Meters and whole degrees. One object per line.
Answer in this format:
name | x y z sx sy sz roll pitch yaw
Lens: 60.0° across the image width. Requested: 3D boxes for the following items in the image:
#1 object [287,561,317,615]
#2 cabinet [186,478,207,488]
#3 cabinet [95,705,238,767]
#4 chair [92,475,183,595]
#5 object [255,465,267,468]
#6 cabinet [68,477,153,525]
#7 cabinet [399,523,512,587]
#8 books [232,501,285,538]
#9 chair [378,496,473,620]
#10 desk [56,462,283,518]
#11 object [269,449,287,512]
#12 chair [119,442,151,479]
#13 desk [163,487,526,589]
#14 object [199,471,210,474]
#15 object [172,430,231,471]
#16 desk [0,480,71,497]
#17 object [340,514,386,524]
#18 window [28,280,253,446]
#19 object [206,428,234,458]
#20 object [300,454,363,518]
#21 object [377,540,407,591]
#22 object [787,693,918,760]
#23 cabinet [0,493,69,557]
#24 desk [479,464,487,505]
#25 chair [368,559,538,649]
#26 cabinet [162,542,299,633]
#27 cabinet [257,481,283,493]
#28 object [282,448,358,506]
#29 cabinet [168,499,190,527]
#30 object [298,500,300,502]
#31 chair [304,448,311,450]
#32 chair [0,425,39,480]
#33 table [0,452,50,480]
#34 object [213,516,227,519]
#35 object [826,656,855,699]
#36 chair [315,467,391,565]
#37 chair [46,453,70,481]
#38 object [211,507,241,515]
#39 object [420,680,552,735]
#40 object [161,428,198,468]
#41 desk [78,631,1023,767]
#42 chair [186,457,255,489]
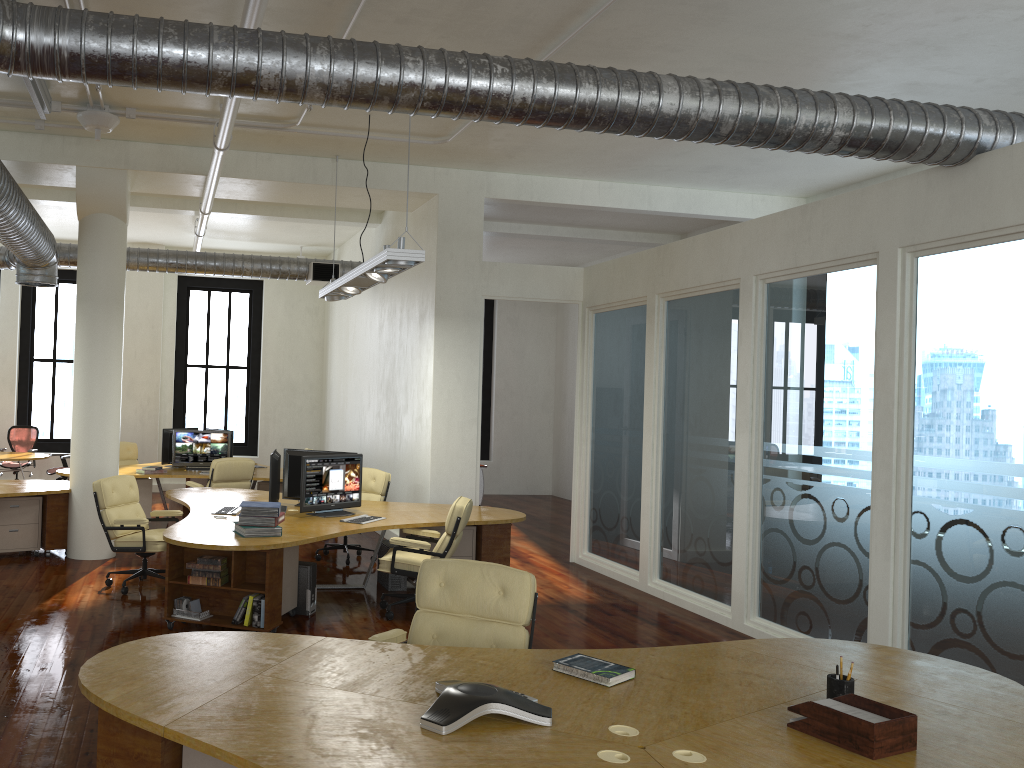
object | -1.913 1.722 7.555 0.507 0.411 0.170 2 -1 17
cabinet | -4.753 1.602 14.074 0.859 0.709 0.918 2 -1 -12
cabinet | -1.006 1.527 3.487 0.952 0.709 0.825 1 -1 19
chair | -3.447 1.380 8.259 0.823 1.021 0.679 2 -1 14
object | -3.853 1.222 13.220 0.208 0.016 0.520 3 -1 -38
cabinet | -5.349 1.541 11.824 0.804 0.709 0.972 3 -1 -42
cabinet | -0.596 1.637 8.692 0.849 0.709 0.928 2 -1 -17
books | -2.004 1.062 6.975 0.411 0.227 0.465 2 -1 -6
chair | -0.750 1.454 7.553 0.811 1.021 0.690 2 -1 9
desk | -4.458 1.574 13.034 3.786 0.734 3.605 2 -1 -11
object | -2.276 0.915 8.425 0.285 0.552 0.824 2 -1 -11
chair | -5.844 1.397 13.377 0.648 1.021 0.857 2 -1 -42
desk | -2.268 1.565 8.736 3.857 0.734 3.507 1 -1 44
object | -3.932 1.194 11.864 0.472 0.016 0.231 2 -1 -3
object | -4.324 0.922 12.358 0.762 0.552 0.308 2 -1 -18
desk | -6.846 1.426 9.187 3.773 0.734 3.600 1 -1 22
object | -1.323 1.205 7.903 0.247 0.016 0.440 1 -1 21
window | 3.638 0.718 1.468 66.329 14.080 51.053 3 -1 -33
object | -4.265 0.934 12.923 0.263 0.552 0.888 2 -1 -43
object | -1.657 0.931 8.202 0.320 0.552 0.730 1 -1 38
object | -1.176 1.767 8.682 0.171 0.411 0.504 2 -1 -20
object | 1.150 1.145 3.014 0.207 0.116 0.336 2 -1 -33
cabinet | -5.410 1.501 9.777 0.806 0.709 0.970 3 -1 -39
desk | -1.500 1.750 16.067 1.537 0.695 1.685 2 -1 -17
chair | -0.294 1.408 4.293 0.774 1.021 0.720 1 -1 23
cabinet | -2.175 1.556 7.095 0.934 0.709 0.843 2 -1 14
cabinet | -2.922 1.624 12.042 0.950 0.709 0.827 1 -1 19
object | -1.905 0.934 8.778 0.865 0.552 0.271 1 -1 21
cabinet | -3.097 1.572 9.538 0.979 0.709 0.798 1 -1 43
object | -1.931 1.207 9.098 0.503 0.016 0.216 2 -1 16
chair | -3.418 1.477 13.486 0.757 1.021 0.740 2 -1 -12
chair | -8.172 1.281 14.720 0.713 1.158 0.775 2 -1 -8
table | -7.960 1.475 13.752 1.545 0.745 1.422 2 -1 10
object | -2.561 1.164 7.766 0.102 0.015 0.145 2 -1 -29
object | 1.233 1.122 3.327 0.087 0.185 0.090 2 -1 -8
chair | -1.845 1.464 10.003 0.789 1.021 0.704 1 -1 43
chair | -9.142 1.188 11.415 1.043 1.158 7.153 1 -1 41
object | -2.624 1.168 8.205 0.229 0.016 0.477 2 -1 -5
object | -0.136 1.118 3.185 0.487 0.093 0.459 2 -1 -21
object | -4.807 0.915 12.839 0.313 0.552 0.747 1 -1 21
desk | 0.686 1.556 3.090 3.173 0.734 4.265 3 -1 -40
chair | -3.746 1.427 11.332 0.859 1.021 0.646 1 -1 43
